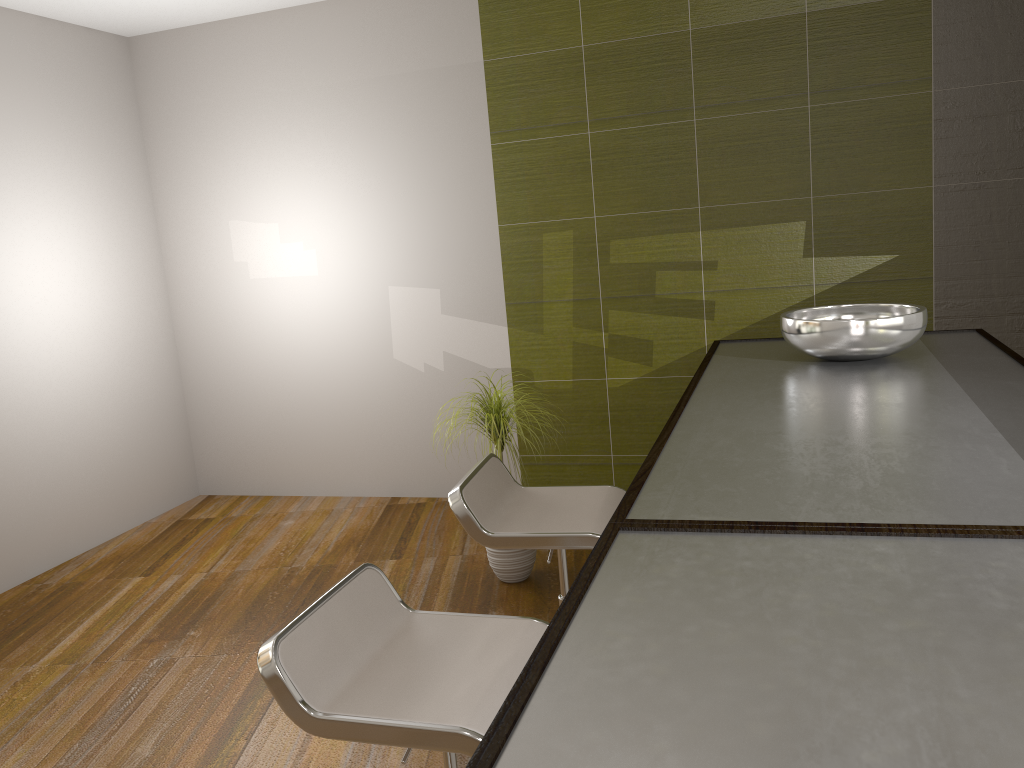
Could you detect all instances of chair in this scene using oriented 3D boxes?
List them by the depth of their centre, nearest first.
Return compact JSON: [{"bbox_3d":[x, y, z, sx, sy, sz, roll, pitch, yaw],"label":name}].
[{"bbox_3d":[-0.122,0.804,1.647,0.460,0.857,0.418,-2,11,18],"label":"chair"},{"bbox_3d":[0.131,0.639,2.438,0.460,0.857,0.418,-3,10,13],"label":"chair"}]

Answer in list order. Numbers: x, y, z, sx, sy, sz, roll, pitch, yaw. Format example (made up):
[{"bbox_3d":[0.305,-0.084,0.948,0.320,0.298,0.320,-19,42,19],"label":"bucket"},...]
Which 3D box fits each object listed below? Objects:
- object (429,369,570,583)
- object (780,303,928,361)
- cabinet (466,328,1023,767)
[{"bbox_3d":[-0.034,0.396,3.740,0.585,0.904,0.606,-7,10,-13],"label":"object"},{"bbox_3d":[0.776,-0.114,2.025,0.311,0.105,0.311,1,12,31],"label":"object"},{"bbox_3d":[0.482,0.712,1.068,0.663,1.134,2.947,-2,11,18],"label":"cabinet"}]
